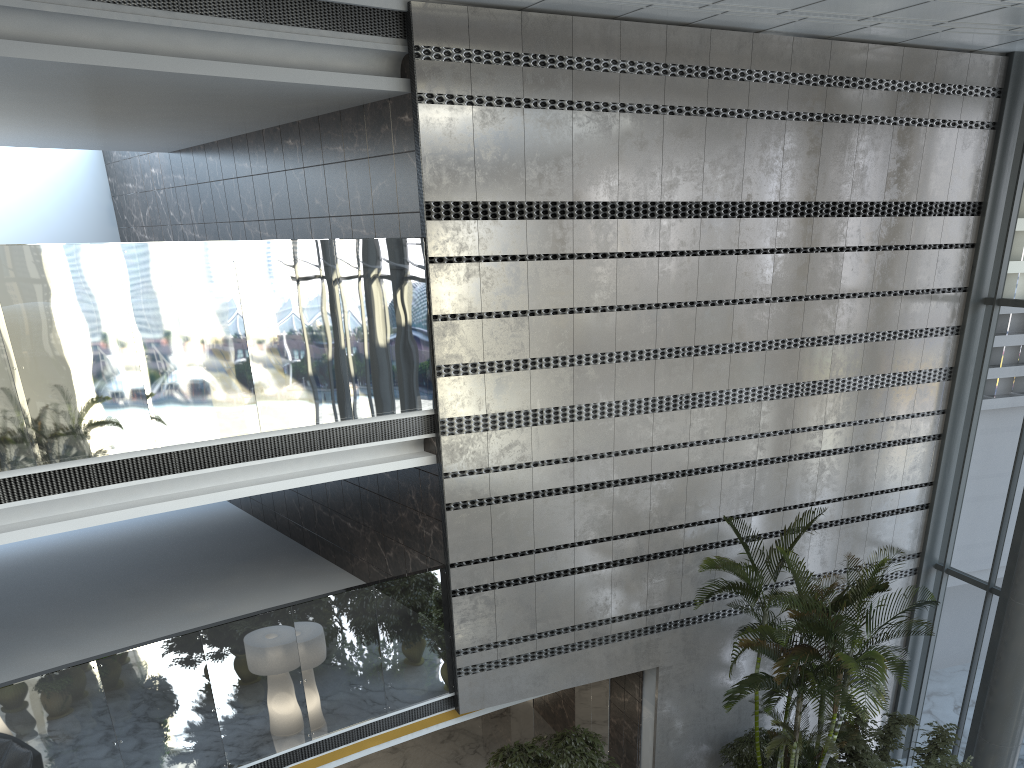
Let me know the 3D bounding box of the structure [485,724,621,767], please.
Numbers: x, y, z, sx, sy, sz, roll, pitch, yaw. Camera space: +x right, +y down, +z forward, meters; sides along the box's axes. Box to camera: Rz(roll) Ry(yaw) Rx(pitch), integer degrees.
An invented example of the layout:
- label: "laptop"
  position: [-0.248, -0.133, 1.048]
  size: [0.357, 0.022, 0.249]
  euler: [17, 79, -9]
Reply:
- label: "structure"
  position: [0.365, 5.100, 10.169]
  size: [2.001, 2.176, 1.501]
  euler: [1, 18, 8]

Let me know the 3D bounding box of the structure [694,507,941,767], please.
- label: "structure"
  position: [3.136, 3.712, 9.515]
  size: [2.443, 5.123, 2.287]
  euler: [-7, 21, -14]

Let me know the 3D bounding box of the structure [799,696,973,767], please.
- label: "structure"
  position: [4.338, 4.900, 9.973]
  size: [1.830, 2.526, 1.724]
  euler: [-15, 22, -35]

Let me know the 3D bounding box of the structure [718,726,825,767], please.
- label: "structure"
  position: [3.361, 5.130, 11.110]
  size: [1.364, 1.702, 1.054]
  euler: [5, 20, 19]

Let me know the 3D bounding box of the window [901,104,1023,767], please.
- label: "window"
  position: [0.196, 1.768, 4.002]
  size: [18.573, 11.101, 12.422]
  euler: [-3, 15, -8]
